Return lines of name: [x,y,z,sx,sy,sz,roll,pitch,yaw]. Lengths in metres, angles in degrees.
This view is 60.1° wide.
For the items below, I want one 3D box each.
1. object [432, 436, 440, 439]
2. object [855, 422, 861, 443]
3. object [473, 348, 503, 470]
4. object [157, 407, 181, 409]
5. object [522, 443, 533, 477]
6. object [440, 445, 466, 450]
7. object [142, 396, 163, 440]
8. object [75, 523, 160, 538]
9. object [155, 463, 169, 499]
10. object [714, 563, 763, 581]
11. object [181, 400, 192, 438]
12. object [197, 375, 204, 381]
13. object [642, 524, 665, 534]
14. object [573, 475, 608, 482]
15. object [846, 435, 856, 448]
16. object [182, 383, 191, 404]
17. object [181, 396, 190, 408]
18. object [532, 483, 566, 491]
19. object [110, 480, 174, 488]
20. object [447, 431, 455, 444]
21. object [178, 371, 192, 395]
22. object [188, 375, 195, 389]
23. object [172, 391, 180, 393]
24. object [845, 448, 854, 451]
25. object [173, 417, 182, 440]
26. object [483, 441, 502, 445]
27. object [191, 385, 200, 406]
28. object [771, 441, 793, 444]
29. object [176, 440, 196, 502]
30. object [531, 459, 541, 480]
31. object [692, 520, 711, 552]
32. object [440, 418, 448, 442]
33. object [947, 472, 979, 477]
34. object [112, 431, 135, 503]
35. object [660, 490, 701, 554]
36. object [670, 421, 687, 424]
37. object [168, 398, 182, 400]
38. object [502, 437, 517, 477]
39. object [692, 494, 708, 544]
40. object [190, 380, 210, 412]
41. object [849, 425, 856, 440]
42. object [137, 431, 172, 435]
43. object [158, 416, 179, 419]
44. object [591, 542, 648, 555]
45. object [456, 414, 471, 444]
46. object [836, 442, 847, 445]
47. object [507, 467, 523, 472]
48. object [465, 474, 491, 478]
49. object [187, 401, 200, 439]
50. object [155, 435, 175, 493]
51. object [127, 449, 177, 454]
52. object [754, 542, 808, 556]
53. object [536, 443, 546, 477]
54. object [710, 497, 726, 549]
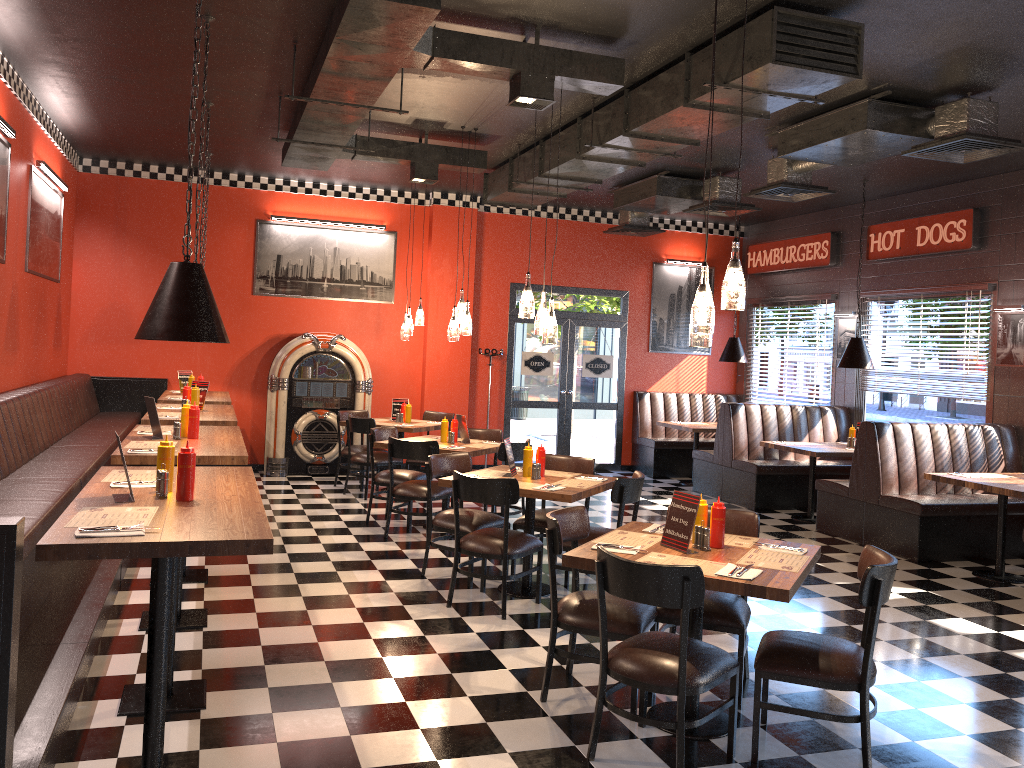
object: [-0.669,0.512,8.526,0.157,0.019,0.255,4,2,26]
object: [3.885,0.556,9.775,0.188,0.257,0.072,3,0,41]
object: [-0.318,0.356,11.768,0.374,1.659,0.374,3,0,4]
object: [-2.976,0.208,7.767,0.255,0.019,0.157,2,2,-22]
object: [0.112,0.528,6.188,0.068,0.238,0.068,3,0,-13]
object: [-0.505,0.549,7.754,0.157,0.019,0.255,4,2,28]
object: [-2.233,0.209,5.521,0.072,0.257,0.188,3,0,-40]
object: [-1.288,0.475,2.897,0.255,0.019,0.157,2,2,-22]
object: [-1.405,0.386,3.560,0.046,0.136,0.094,3,0,-28]
object: [0.951,0.775,3.689,0.157,0.019,0.255,4,3,29]
object: [-2.079,0.221,5.661,0.068,0.238,0.068,3,0,-10]
object: [-3.401,0.004,9.674,0.068,0.238,0.068,3,0,-25]
object: [0.757,0.735,4.490,0.157,0.019,0.255,4,2,27]
object: [0.534,0.658,6.205,0.255,0.019,0.157,4,2,26]
object: [3.666,0.615,9.570,0.094,0.136,0.046,3,0,41]
object: [-2.794,0.112,7.609,0.068,0.238,0.068,3,0,-24]
object: [-2.760,0.170,7.494,0.094,0.136,0.046,3,0,36]
object: [0.249,0.663,5.726,0.157,0.019,0.255,4,2,29]
object: [-1.589,0.426,3.808,0.255,0.019,0.157,2,2,-22]
object: [-0.555,0.475,8.108,0.046,0.136,0.094,3,0,-29]
object: [-3.572,-0.015,9.715,0.072,0.257,0.188,3,0,31]
object: [-3.492,0.001,9.653,0.068,0.238,0.068,3,0,-25]
object: [-3.682,0.090,9.951,0.255,0.019,0.157,2,2,-22]
object: [3.583,0.683,9.227,0.157,0.019,0.255,2,2,-23]
object: [-2.094,0.277,5.544,0.046,0.136,0.094,3,0,-29]
object: [-0.176,0.545,8.269,0.255,0.019,0.157,4,2,29]
object: [-2.708,0.118,7.573,0.068,0.238,0.068,3,0,-30]
object: [2.952,0.637,9.639,0.157,0.019,0.255,2,2,-13]
object: [-1.288,0.341,3.504,0.068,0.238,0.068,3,0,-44]
object: [0.168,0.586,6.104,0.047,0.136,0.093,3,0,31]
object: [0.880,0.697,4.098,0.046,0.136,0.094,3,0,-29]
object: [-0.623,0.417,8.177,0.068,0.238,0.068,3,0,-13]
object: [3.805,0.763,7.432,0.157,0.019,0.255,2,2,-18]
object: [-1.522,0.322,3.482,0.072,0.257,0.188,3,0,-27]
object: [0.775,0.631,4.077,0.072,0.257,0.188,3,0,-29]
object: [2.253,0.516,11.935,0.157,0.019,0.255,2,2,-18]
object: [-3.335,0.146,8.929,0.255,0.019,0.157,2,2,-22]
object: [-0.012,0.512,6.218,0.072,0.257,0.188,3,1,11]
object: [0.895,0.641,4.214,0.068,0.238,0.068,3,0,-4]
object: [-2.727,0.103,7.685,0.188,0.257,0.072,3,0,22]
object: [3.709,0.562,9.661,0.068,0.238,0.068,3,0,-35]
object: [-2.310,0.316,5.780,0.255,0.019,0.157,2,2,-22]
object: [-2.678,0.255,6.897,0.255,0.019,0.157,2,2,-22]
object: [0.494,0.741,4.011,0.255,0.019,0.157,3,2,21]
object: [-0.452,0.414,8.210,0.072,0.257,0.188,3,0,-29]
object: [3.764,0.665,9.910,0.157,0.019,0.255,2,2,-20]
object: [0.064,0.625,6.483,0.157,0.019,0.255,3,2,19]
object: [-0.245,0.629,6.017,0.255,0.019,0.157,4,2,28]
object: [-2.010,0.227,5.598,0.068,0.238,0.068,3,0,2]
object: [-1.436,0.328,3.672,0.068,0.238,0.068,3,0,-44]
object: [-1.977,0.366,4.872,0.255,0.019,0.157,2,2,-22]
object: [1.255,0.770,4.176,0.255,0.019,0.157,4,3,30]
object: [0.201,0.531,6.217,0.068,0.238,0.068,3,0,-13]
object: [0.964,0.647,4.151,0.068,0.238,0.068,3,0,24]
